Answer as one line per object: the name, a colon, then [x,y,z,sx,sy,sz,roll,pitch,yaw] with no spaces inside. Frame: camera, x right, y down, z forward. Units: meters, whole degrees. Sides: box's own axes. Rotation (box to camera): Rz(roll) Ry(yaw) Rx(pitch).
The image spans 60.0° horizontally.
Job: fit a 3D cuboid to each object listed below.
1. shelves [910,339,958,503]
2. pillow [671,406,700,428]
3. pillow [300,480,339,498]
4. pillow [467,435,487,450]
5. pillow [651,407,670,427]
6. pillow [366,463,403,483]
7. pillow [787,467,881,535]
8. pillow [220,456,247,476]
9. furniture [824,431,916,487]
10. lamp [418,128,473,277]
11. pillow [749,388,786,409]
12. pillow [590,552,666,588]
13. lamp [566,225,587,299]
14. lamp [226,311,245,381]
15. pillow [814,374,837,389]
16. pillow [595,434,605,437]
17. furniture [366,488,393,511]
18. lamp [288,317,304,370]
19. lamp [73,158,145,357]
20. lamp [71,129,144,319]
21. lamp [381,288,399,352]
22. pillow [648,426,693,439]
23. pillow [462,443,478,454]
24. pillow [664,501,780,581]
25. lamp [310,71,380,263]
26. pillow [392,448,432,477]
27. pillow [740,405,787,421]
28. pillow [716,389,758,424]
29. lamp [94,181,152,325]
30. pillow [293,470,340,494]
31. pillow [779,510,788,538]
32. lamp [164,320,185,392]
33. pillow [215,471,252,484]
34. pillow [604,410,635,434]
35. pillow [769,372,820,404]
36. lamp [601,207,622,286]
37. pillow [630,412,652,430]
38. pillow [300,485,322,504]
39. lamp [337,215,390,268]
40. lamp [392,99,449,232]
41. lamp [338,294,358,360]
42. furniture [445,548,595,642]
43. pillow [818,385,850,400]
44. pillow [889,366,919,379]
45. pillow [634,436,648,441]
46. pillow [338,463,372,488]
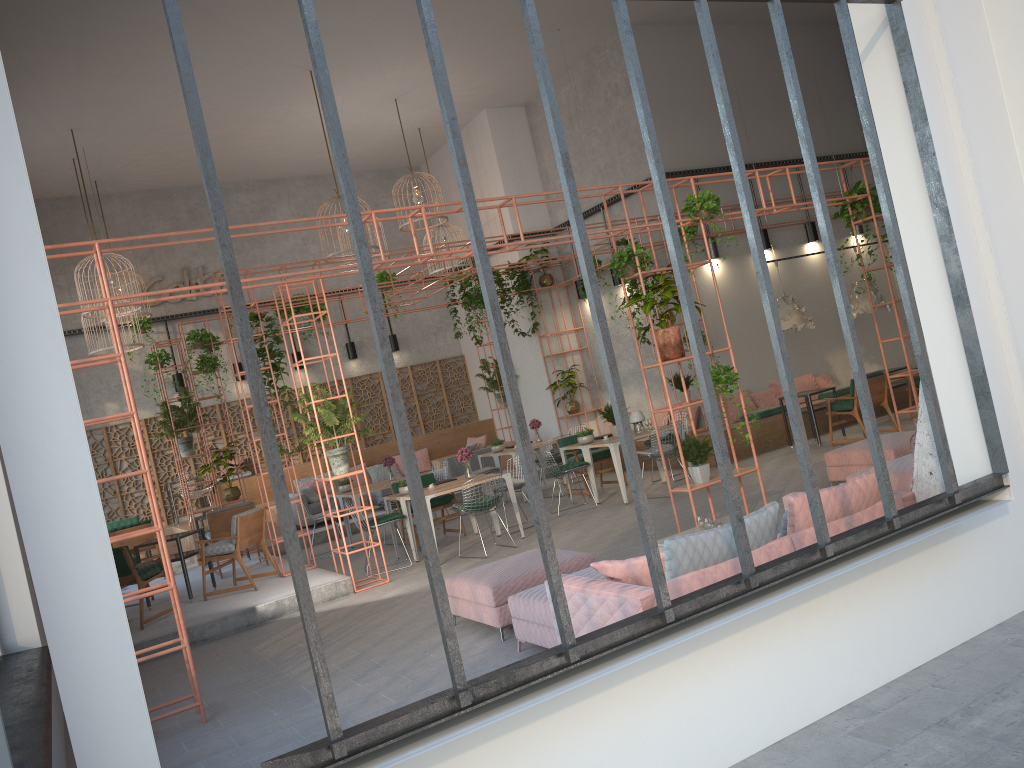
shelves: [3.127,0.390,6.026,0.842,1.618,0.856,-13,0,-28]
pillow: [2.918,0.608,15.067,0.289,0.385,0.666,-13,0,-33]
pillow: [-3.573,1.950,16.501,0.666,0.385,0.289,-13,0,-28]
pillow: [-0.722,1.277,17.424,0.273,0.476,0.836,-13,0,-28]
pillow: [2.593,0.635,15.624,0.276,0.474,0.839,-13,0,-8]
pillow: [-2.609,1.808,18.090,0.666,0.385,0.289,-13,0,-33]
pillow: [1.960,0.807,5.381,0.839,0.474,0.276,-13,0,-28]
pillow: [-5.519,1.635,17.539,0.499,0.324,0.307,-13,0,-13]
furniture: [4.040,0.793,9.475,0.976,0.446,0.941,-13,0,-28]
lamp: [-1.587,-3.933,17.629,0.883,3.476,0.883,-13,0,24]
pillow: [4.342,0.283,14.995,0.666,0.385,0.289,-13,0,-33]
pillow: [0.751,1.129,5.092,0.495,0.349,0.308,-13,0,22]
lamp: [1.210,-2.338,16.981,0.185,1.425,0.179,-13,0,-28]
lamp: [-5.643,-0.770,17.919,0.185,1.436,0.185,-13,0,13]
pillow: [5.445,0.036,15.600,0.666,0.385,0.289,-13,0,-33]
pillow: [1.687,1.038,16.639,0.491,0.149,0.637,-13,0,-27]
furniture: [-2.128,2.029,16.603,0.975,0.446,0.941,-13,0,-28]
lamp: [-4.589,-1.006,18.497,0.185,1.436,0.185,-13,0,13]
lamp: [-7.091,-2.252,15.073,0.883,3.476,0.883,-13,0,24]
lamp: [-6.597,-2.817,13.833,0.883,3.476,0.883,-13,0,24]
lamp: [-2.724,-1.424,19.518,0.179,1.436,0.185,-13,0,-28]
pillow: [2.634,0.813,14.817,0.491,0.149,0.637,-13,0,-27]
pillow: [-0.837,1.348,16.978,0.308,0.349,0.495,-13,0,22]
pillow: [1.175,0.985,4.964,0.836,0.476,0.273,-13,0,-28]
lamp: [-2.838,-3.672,13.676,0.883,3.476,0.883,-13,0,24]
pillow: [-2.105,1.647,18.396,0.839,0.474,0.276,-13,0,-8]
pillow: [4.096,0.478,14.388,0.637,0.149,0.491,-13,0,-27]
pillow: [3.769,0.365,14.711,0.839,0.474,0.276,-13,0,-38]
lamp: [-7.513,-2.887,16.433,0.883,3.476,0.883,-13,0,24]
pillow: [-3.637,1.933,16.641,0.839,0.474,0.276,-13,0,-28]
pillow: [1.909,0.852,5.520,0.666,0.385,0.289,-13,0,-28]
lamp: [-6.646,-0.545,17.370,0.185,1.436,0.185,-13,0,13]
pillow: [-5.420,1.822,17.252,0.637,0.149,0.491,-13,0,-27]
pillow: [2.043,0.767,16.774,0.276,0.474,0.839,-13,0,-38]
pillow: [4.891,0.113,15.277,0.839,0.474,0.276,-13,0,-8]
lamp: [1.764,-2.470,15.916,0.185,1.425,0.179,-13,0,-28]
pillow: [2.330,0.748,16.197,0.289,0.385,0.666,-13,0,-33]
pillow: [-3.628,2.011,16.125,0.307,0.324,0.499,-13,0,7]
lamp: [-3.135,-4.015,16.860,0.883,3.476,0.883,-13,0,24]
lamp: [-1.941,-4.516,15.732,0.883,3.476,0.883,-13,0,24]
lamp: [-3.566,-1.235,19.057,0.185,1.436,0.185,-13,0,13]
furniture: [0.081,1.679,7.307,0.976,0.446,0.941,-13,0,-28]
pillow: [5.586,0.145,15.204,0.637,0.149,0.491,-13,0,-27]
pillow: [7.111,-0.197,16.040,0.637,0.149,0.491,-13,0,-27]
pillow: [2.168,0.924,15.714,0.491,0.149,0.637,-13,0,-27]
pillow: [-3.207,1.894,17.792,0.839,0.474,0.276,-13,0,-38]
